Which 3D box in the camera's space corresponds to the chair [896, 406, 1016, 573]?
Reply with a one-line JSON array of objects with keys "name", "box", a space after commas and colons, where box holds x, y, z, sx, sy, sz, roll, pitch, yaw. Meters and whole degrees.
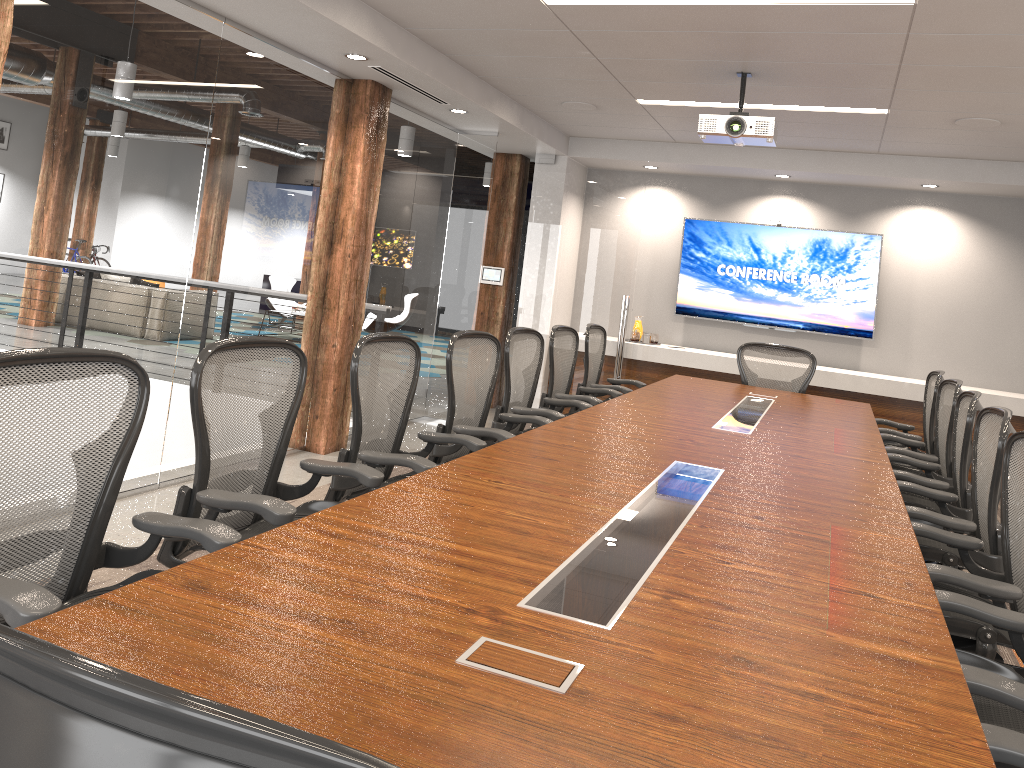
[{"name": "chair", "box": [1.616, 0.597, 3.503, 0.767, 1.097, 0.794, 7, 0, 22]}]

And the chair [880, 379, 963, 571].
[{"name": "chair", "box": [2.200, 0.476, 5.006, 0.769, 1.097, 0.791, 7, 0, 31]}]

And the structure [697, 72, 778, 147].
[{"name": "structure", "box": [1.451, -1.755, 5.532, 0.464, 0.458, 0.315, 7, 0, 20]}]

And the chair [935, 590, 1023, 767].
[{"name": "chair", "box": [1.051, 0.720, 2.007, 0.767, 1.097, 0.793, 7, 0, 20]}]

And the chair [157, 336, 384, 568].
[{"name": "chair", "box": [-0.675, 0.429, 2.704, 0.793, 1.097, 0.768, 7, 0, 2]}]

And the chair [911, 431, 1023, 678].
[{"name": "chair", "box": [1.363, 0.668, 2.706, 0.793, 1.097, 0.768, 7, 0, 2]}]

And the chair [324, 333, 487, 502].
[{"name": "chair", "box": [-0.319, 0.382, 3.403, 0.764, 1.097, 0.797, 7, 0, 10]}]

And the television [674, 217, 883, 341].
[{"name": "television", "box": [2.621, -1.096, 8.667, 1.923, 1.115, 0.064, 8, -3, 21]}]

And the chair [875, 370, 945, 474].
[{"name": "chair", "box": [2.474, 0.414, 5.752, 0.767, 1.097, 0.794, 7, 0, 22]}]

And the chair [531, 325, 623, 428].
[{"name": "chair", "box": [0.491, 0.188, 5.692, 0.794, 1.097, 0.767, 7, 0, 4]}]

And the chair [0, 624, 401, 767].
[{"name": "chair", "box": [-0.275, 0.717, 0.791, 0.769, 1.097, 0.792, 7, 0, -6]}]

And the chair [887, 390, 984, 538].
[{"name": "chair", "box": [1.934, 0.546, 4.210, 0.794, 1.097, 0.766, 7, 0, 6]}]

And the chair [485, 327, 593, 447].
[{"name": "chair", "box": [0.250, 0.260, 4.897, 0.765, 1.097, 0.796, 7, 0, 13]}]

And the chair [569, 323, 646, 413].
[{"name": "chair", "box": [0.802, 0.136, 6.393, 0.768, 1.097, 0.792, 7, 0, 26]}]

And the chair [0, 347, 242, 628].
[{"name": "chair", "box": [-0.922, 0.497, 1.935, 0.790, 1.097, 0.770, 7, 0, -6]}]

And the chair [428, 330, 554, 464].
[{"name": "chair", "box": [-0.038, 0.318, 4.174, 0.794, 1.097, 0.766, 7, 0, 6]}]

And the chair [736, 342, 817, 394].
[{"name": "chair", "box": [1.939, 0.260, 6.474, 0.772, 1.097, 0.789, 7, 0, 4]}]

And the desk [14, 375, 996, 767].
[{"name": "desk", "box": [0.835, 0.644, 3.702, 1.414, 0.754, 6.020, 8, 7, 20]}]

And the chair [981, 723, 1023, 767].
[{"name": "chair", "box": [0.793, 0.791, 1.206, 0.796, 1.097, 0.764, 7, 0, 14]}]
